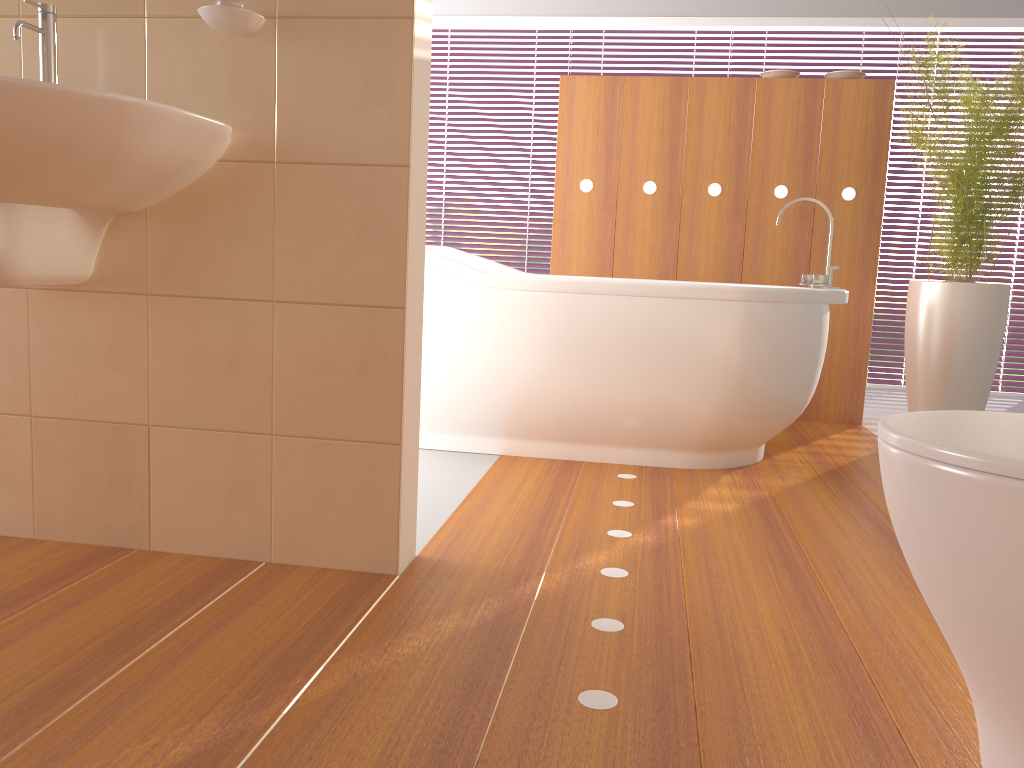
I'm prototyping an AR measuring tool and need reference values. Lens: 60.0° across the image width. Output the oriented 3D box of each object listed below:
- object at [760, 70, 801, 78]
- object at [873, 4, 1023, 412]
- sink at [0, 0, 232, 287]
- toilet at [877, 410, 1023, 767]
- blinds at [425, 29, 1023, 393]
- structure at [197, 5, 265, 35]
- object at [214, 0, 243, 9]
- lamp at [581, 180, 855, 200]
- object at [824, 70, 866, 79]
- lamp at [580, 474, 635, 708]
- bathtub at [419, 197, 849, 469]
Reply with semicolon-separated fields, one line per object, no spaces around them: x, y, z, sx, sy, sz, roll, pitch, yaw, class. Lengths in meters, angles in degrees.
1.173;-1.334;3.884;0.173;0.046;0.173;4;8;9;object
1.824;-0.524;3.371;0.683;1.557;1.335;9;10;41;object
-0.897;-0.423;1.509;0.683;0.516;0.539;4;8;9;sink
0.638;0.259;0.902;0.534;0.400;0.375;4;8;9;toilet
0.771;-1.098;5.384;4.712;2.022;0.032;4;8;9;blinds
-0.528;-0.674;1.644;0.117;0.029;0.092;4;8;9;structure
-0.525;-0.695;1.642;0.050;0.023;0.075;-1;9;-26;object
0.882;-0.845;3.857;1.169;0.052;0.001;4;8;9;lamp
1.441;-1.316;3.844;0.173;0.046;0.173;4;8;9;object
-1.410;0.358;1.555;3.173;0.001;2.893;4;8;9;lamp
0.225;-0.242;3.204;1.874;0.900;0.888;4;8;9;bathtub
